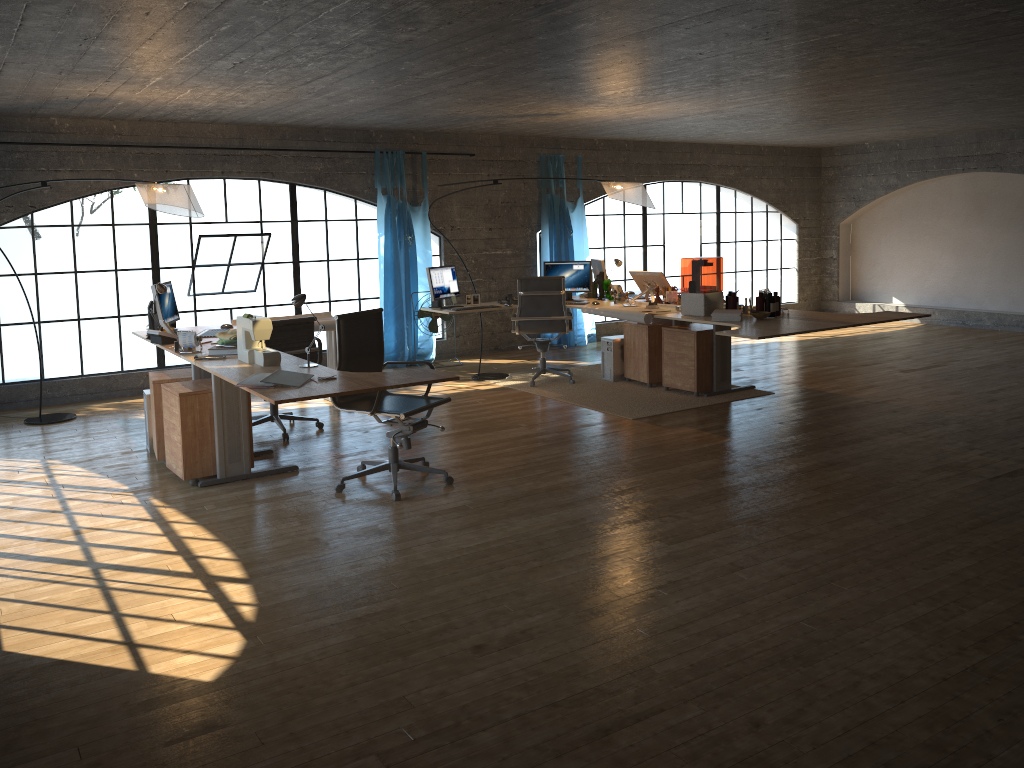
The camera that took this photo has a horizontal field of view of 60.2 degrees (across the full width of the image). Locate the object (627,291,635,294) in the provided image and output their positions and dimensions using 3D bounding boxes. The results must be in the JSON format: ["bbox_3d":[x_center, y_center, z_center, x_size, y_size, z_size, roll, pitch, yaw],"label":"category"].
[{"bbox_3d":[1.233,-0.951,9.207,0.101,0.034,0.060,-1,9,2],"label":"object"}]

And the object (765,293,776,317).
[{"bbox_3d":[1.994,-0.611,6.817,0.080,0.185,0.080,-4,6,-25],"label":"object"}]

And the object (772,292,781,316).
[{"bbox_3d":[2.058,-0.626,6.893,0.080,0.185,0.080,-4,6,-25],"label":"object"}]

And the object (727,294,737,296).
[{"bbox_3d":[1.807,-0.701,7.251,0.077,0.081,0.077,4,9,36],"label":"object"}]

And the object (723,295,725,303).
[{"bbox_3d":[1.731,-0.720,7.491,0.130,0.175,0.200,-2,8,-9],"label":"object"}]

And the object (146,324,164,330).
[{"bbox_3d":[-2.715,-0.444,6.755,0.144,0.032,0.153,-7,11,-28],"label":"object"}]

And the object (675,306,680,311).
[{"bbox_3d":[1.400,-0.641,7.465,0.022,0.042,0.136,-1,10,4],"label":"object"}]

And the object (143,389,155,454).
[{"bbox_3d":[-2.310,0.234,6.193,0.482,0.407,0.201,-6,7,-28],"label":"object"}]

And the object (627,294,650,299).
[{"bbox_3d":[1.227,-0.877,8.863,0.187,0.011,0.496,-3,10,-8],"label":"object"}]

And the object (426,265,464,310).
[{"bbox_3d":[-0.634,-0.904,8.215,0.286,0.387,0.474,2,9,27],"label":"object"}]

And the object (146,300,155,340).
[{"bbox_3d":[-2.610,-0.464,6.378,0.085,0.275,0.085,0,6,11],"label":"object"}]

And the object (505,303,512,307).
[{"bbox_3d":[-0.032,-0.739,8.216,0.059,0.033,0.102,-5,11,-22],"label":"object"}]

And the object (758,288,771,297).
[{"bbox_3d":[1.990,-0.646,6.955,0.099,0.212,0.095,-6,7,-35],"label":"object"}]

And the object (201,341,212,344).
[{"bbox_3d":[-2.102,-0.286,6.077,0.012,0.009,0.127,2,11,20],"label":"object"}]

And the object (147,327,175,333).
[{"bbox_3d":[-2.695,-0.412,6.769,0.205,0.036,0.206,-8,12,-34],"label":"object"}]

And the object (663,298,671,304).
[{"bbox_3d":[1.407,-0.759,7.991,0.077,0.081,0.077,-3,8,-14],"label":"object"}]

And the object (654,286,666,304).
[{"bbox_3d":[1.332,-0.797,7.957,0.094,0.176,0.227,-2,8,-5],"label":"object"}]

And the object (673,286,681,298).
[{"bbox_3d":[1.513,-0.826,8.102,0.105,0.142,0.105,3,8,31],"label":"object"}]

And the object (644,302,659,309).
[{"bbox_3d":[1.221,-0.688,7.709,0.131,0.055,0.049,-7,9,-32],"label":"object"}]

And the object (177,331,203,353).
[{"bbox_3d":[-2.056,-0.268,5.625,0.154,0.134,0.100,-1,7,2],"label":"object"}]

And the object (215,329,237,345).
[{"bbox_3d":[-1.798,-0.299,5.774,0.256,0.129,0.255,-7,11,-30],"label":"object"}]

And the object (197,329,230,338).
[{"bbox_3d":[-2.252,-0.381,6.613,0.187,0.011,0.496,-3,10,-8],"label":"object"}]

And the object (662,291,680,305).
[{"bbox_3d":[1.423,-0.763,7.875,0.154,0.134,0.100,-1,7,2],"label":"object"}]

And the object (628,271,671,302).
[{"bbox_3d":[1.295,-0.908,8.233,0.288,0.297,0.397,-8,11,-41],"label":"object"}]

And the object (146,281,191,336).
[{"bbox_3d":[-2.595,-0.565,6.624,0.286,0.387,0.475,-2,8,-8],"label":"object"}]

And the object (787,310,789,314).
[{"bbox_3d":[2.192,-0.572,7.001,0.017,0.037,0.017,0,6,12],"label":"object"}]

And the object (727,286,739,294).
[{"bbox_3d":[1.828,-0.748,7.250,0.076,0.101,0.154,-2,9,-3],"label":"object"}]

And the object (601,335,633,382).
[{"bbox_3d":[1.103,-0.252,8.400,0.482,0.407,0.201,-6,7,-28],"label":"object"}]

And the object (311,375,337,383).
[{"bbox_3d":[-0.944,-0.028,4.508,0.142,0.013,0.129,-7,12,-29],"label":"object"}]

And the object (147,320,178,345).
[{"bbox_3d":[-2.406,-0.366,6.129,0.170,0.163,0.191,6,11,42],"label":"object"}]

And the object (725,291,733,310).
[{"bbox_3d":[1.747,-0.649,7.058,0.080,0.185,0.080,-4,6,-25],"label":"object"}]

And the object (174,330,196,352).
[{"bbox_3d":[-2.119,-0.280,5.714,0.134,0.127,0.039,-7,8,-37],"label":"object"}]

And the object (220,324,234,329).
[{"bbox_3d":[-2.246,-0.455,6.957,0.101,0.034,0.060,-1,9,2],"label":"object"}]

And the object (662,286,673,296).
[{"bbox_3d":[1.407,-0.805,7.982,0.101,0.174,0.105,5,9,43],"label":"object"}]

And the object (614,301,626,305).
[{"bbox_3d":[1.018,-0.756,8.193,0.109,0.022,0.140,-4,10,-13],"label":"object"}]

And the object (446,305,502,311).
[{"bbox_3d":[-0.347,-0.695,8.077,0.492,0.011,0.188,-8,12,-33],"label":"object"}]

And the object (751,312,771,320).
[{"bbox_3d":[1.878,-0.513,6.665,0.147,0.054,0.148,5,12,33],"label":"object"}]

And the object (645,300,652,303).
[{"bbox_3d":[1.285,-0.778,8.278,0.097,0.024,0.108,-5,11,-19],"label":"object"}]

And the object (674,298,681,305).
[{"bbox_3d":[1.505,-0.756,7.865,0.074,0.119,0.218,-3,9,-13],"label":"object"}]

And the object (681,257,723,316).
[{"bbox_3d":[1.531,-0.790,7.108,0.271,0.454,0.223,-7,8,-43],"label":"object"}]

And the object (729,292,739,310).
[{"bbox_3d":[1.748,-0.631,6.959,0.079,0.185,0.080,-3,6,-15],"label":"object"}]

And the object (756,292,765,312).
[{"bbox_3d":[1.940,-0.621,6.880,0.079,0.185,0.080,-3,6,-15],"label":"object"}]

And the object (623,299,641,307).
[{"bbox_3d":[1.071,-0.723,7.898,0.159,0.063,0.054,3,8,24],"label":"object"}]

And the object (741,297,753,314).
[{"bbox_3d":[1.903,-0.635,7.126,0.134,0.127,0.039,-7,8,-37],"label":"object"}]

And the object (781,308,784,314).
[{"bbox_3d":[2.161,-0.583,7.043,0.026,0.043,0.026,0,7,12],"label":"object"}]

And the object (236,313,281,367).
[{"bbox_3d":[-1.480,-0.267,5.138,0.137,0.281,0.405,-5,9,-32],"label":"object"}]

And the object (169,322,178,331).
[{"bbox_3d":[-2.662,-0.557,6.895,0.085,0.275,0.085,-5,6,-31],"label":"object"}]
